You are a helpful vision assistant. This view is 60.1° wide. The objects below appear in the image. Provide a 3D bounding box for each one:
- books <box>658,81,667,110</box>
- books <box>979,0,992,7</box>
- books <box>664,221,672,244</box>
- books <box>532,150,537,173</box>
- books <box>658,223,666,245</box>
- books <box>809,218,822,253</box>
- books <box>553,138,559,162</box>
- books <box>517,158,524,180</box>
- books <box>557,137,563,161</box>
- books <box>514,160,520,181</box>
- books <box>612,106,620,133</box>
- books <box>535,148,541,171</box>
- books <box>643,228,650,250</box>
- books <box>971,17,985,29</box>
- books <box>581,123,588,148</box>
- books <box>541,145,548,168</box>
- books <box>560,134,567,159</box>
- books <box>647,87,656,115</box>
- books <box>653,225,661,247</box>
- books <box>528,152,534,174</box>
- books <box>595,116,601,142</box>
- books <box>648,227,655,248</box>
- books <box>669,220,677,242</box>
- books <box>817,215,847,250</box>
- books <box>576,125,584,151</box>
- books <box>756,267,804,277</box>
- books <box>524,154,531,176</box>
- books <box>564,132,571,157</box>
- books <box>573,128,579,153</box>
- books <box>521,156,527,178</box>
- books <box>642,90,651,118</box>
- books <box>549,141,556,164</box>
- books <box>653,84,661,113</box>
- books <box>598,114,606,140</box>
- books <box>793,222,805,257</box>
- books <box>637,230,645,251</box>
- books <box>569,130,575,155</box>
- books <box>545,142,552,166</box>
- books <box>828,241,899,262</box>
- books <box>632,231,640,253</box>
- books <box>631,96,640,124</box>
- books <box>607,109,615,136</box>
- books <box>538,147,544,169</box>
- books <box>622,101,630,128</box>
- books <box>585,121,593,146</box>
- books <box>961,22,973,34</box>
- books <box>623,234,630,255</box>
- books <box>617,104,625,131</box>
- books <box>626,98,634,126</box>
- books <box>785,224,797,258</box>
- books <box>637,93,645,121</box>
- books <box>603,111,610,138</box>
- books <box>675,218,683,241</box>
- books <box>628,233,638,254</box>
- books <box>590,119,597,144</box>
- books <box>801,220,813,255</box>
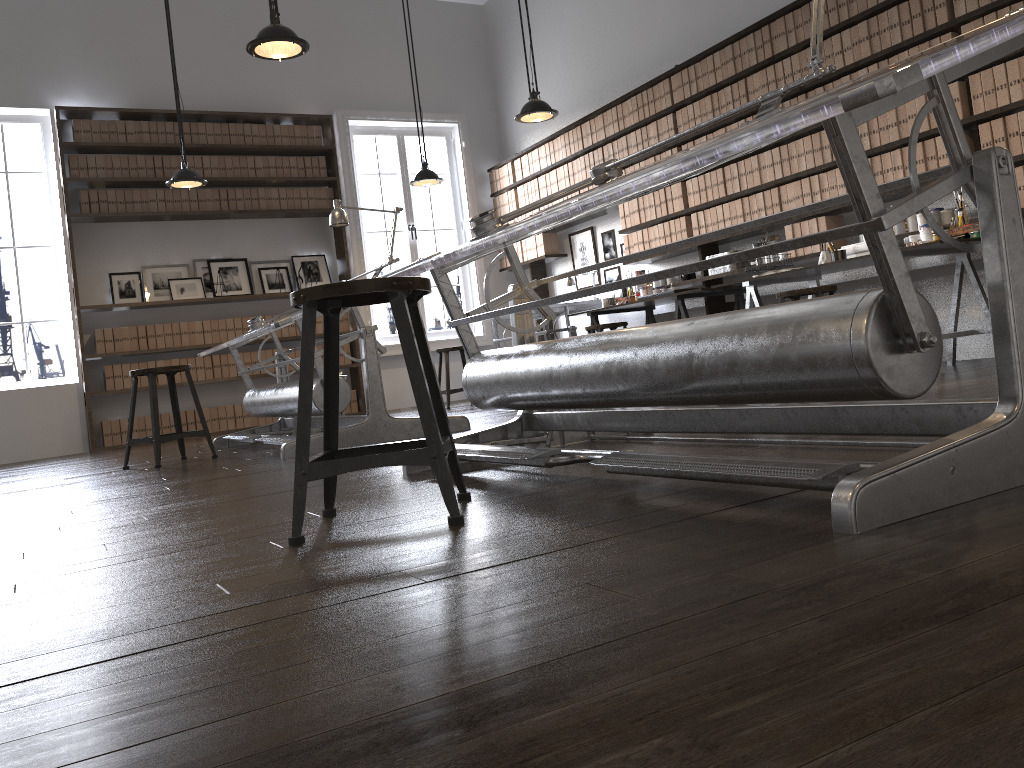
[{"bbox_3d":[1.265,-2.292,7.066,0.175,0.226,0.066,-7,-1,-29],"label":"books"},{"bbox_3d":[2.573,-2.121,4.738,0.175,0.226,0.066,-7,-1,-29],"label":"books"},{"bbox_3d":[1.326,-1.199,7.155,0.175,0.226,0.066,-7,-1,-29],"label":"books"},{"bbox_3d":[0.298,-2.212,8.826,0.175,0.226,0.066,-7,-1,-29],"label":"books"},{"bbox_3d":[1.291,-1.197,7.218,0.175,0.226,0.066,-7,-1,-29],"label":"books"},{"bbox_3d":[2.065,-0.985,5.870,0.175,0.226,0.066,-7,-1,-29],"label":"books"},{"bbox_3d":[0.496,-2.229,8.470,0.175,0.226,0.066,-7,-1,-29],"label":"books"},{"bbox_3d":[0.155,-2.200,9.075,0.175,0.226,0.066,-7,-1,-29],"label":"books"},{"bbox_3d":[0.526,-2.231,8.407,0.175,0.226,0.066,-7,-1,-29],"label":"books"},{"bbox_3d":[0.124,-2.198,9.143,0.175,0.226,0.066,-7,-1,-29],"label":"books"},{"bbox_3d":[0.960,-2.267,7.616,0.175,0.226,0.066,-7,-1,-29],"label":"books"},{"bbox_3d":[0.325,-2.214,8.765,0.175,0.226,0.066,-7,-1,-29],"label":"books"},{"bbox_3d":[1.194,-1.189,7.405,0.175,0.226,0.066,-7,-1,-29],"label":"books"},{"bbox_3d":[2.577,-1.851,4.782,0.175,0.226,0.066,-7,-1,-29],"label":"books"},{"bbox_3d":[0.732,-2.248,8.040,0.175,0.226,0.066,-7,-1,-29],"label":"books"},{"bbox_3d":[0.390,-2.220,8.653,0.175,0.226,0.066,-7,-1,-29],"label":"books"},{"bbox_3d":[0.558,-2.233,8.342,0.175,0.226,0.066,-7,-1,-29],"label":"books"},{"bbox_3d":[1.200,-2.286,7.188,0.175,0.226,0.066,-7,-1,-29],"label":"books"},{"bbox_3d":[1.259,-1.194,7.283,0.175,0.226,0.066,-7,-1,-29],"label":"books"},{"bbox_3d":[0.263,-2.209,8.888,0.175,0.226,0.066,-7,-1,-29],"label":"books"},{"bbox_3d":[0.834,-2.256,7.854,0.175,0.226,0.066,-7,-1,-29],"label":"books"},{"bbox_3d":[1.229,-1.192,7.345,0.175,0.226,0.066,-7,-1,-29],"label":"books"},{"bbox_3d":[1.360,-1.203,7.102,0.175,0.226,0.066,-7,-1,-29],"label":"books"},{"bbox_3d":[2.103,-0.989,5.811,0.175,0.226,0.066,-7,-1,-29],"label":"books"},{"bbox_3d":[0.691,-2.244,8.103,0.175,0.226,0.066,-7,-1,-29],"label":"books"},{"bbox_3d":[1.728,-0.701,5.501,0.257,0.029,0.353,-8,1,-29],"label":"books"},{"bbox_3d":[0.226,-2.206,8.948,0.175,0.226,0.066,-7,-1,-29],"label":"books"},{"bbox_3d":[0.592,-2.236,8.279,0.175,0.226,0.066,-7,-1,-29],"label":"books"},{"bbox_3d":[0.660,-2.242,8.170,0.175,0.226,0.066,-7,-1,-29],"label":"books"},{"bbox_3d":[0.196,-2.204,9.012,0.175,0.226,0.066,-7,-1,-29],"label":"books"},{"bbox_3d":[1.163,-2.283,7.253,0.175,0.226,0.066,-7,-1,-29],"label":"books"},{"bbox_3d":[0.460,-2.226,8.530,0.175,0.226,0.066,-7,-1,-29],"label":"books"},{"bbox_3d":[1.235,-2.289,7.128,0.175,0.226,0.066,-7,-1,-29],"label":"books"},{"bbox_3d":[0.861,-2.258,7.792,0.175,0.226,0.066,-7,-1,-29],"label":"books"},{"bbox_3d":[2.000,-0.980,5.996,0.175,0.226,0.066,-7,-1,-29],"label":"books"},{"bbox_3d":[1.157,-1.186,7.465,0.175,0.226,0.066,-7,-1,-29],"label":"books"},{"bbox_3d":[0.627,-2.239,8.226,0.175,0.226,0.066,-7,-1,-29],"label":"books"},{"bbox_3d":[0.423,-2.222,8.589,0.175,0.226,0.066,-7,-1,-29],"label":"books"},{"bbox_3d":[2.067,-0.792,5.243,0.386,0.148,0.293,-7,1,-29],"label":"books"},{"bbox_3d":[1.124,-1.183,7.529,0.175,0.226,0.066,-7,-1,-29],"label":"books"},{"bbox_3d":[1.094,-2.277,7.369,0.175,0.226,0.066,-7,-1,-29],"label":"books"},{"bbox_3d":[0.926,-2.264,7.680,0.175,0.226,0.066,-7,-1,-29],"label":"books"},{"bbox_3d":[0.361,-2.217,8.709,0.175,0.226,0.066,-7,-1,-29],"label":"books"},{"bbox_3d":[1.032,-2.273,7.497,0.175,0.226,0.066,-7,-1,-29],"label":"books"},{"bbox_3d":[0.762,-2.250,7.975,0.175,0.226,0.066,-7,-1,-29],"label":"books"},{"bbox_3d":[2.551,-1.849,4.839,0.175,0.226,0.066,-7,-1,-29],"label":"books"},{"bbox_3d":[1.059,-1.177,7.641,0.175,0.226,0.066,-7,-1,-29],"label":"books"},{"bbox_3d":[0.997,-2.270,7.557,0.175,0.226,0.066,-7,-1,-29],"label":"books"},{"bbox_3d":[1.062,-2.275,7.434,0.175,0.226,0.066,-7,-1,-29],"label":"books"},{"bbox_3d":[1.963,-0.977,6.052,0.175,0.226,0.066,-7,-1,-29],"label":"books"},{"bbox_3d":[1.129,-2.280,7.306,0.175,0.226,0.066,-7,-1,-29],"label":"books"},{"bbox_3d":[0.897,-2.262,7.736,0.175,0.226,0.066,-7,-1,-29],"label":"books"},{"bbox_3d":[1.394,-1.205,7.046,0.175,0.226,0.066,-7,-1,-29],"label":"books"},{"bbox_3d":[1.095,-1.181,7.585,0.175,0.226,0.066,-7,-1,-29],"label":"books"},{"bbox_3d":[0.800,-2.254,7.916,0.175,0.226,0.066,-7,-1,-29],"label":"books"},{"bbox_3d":[2.035,-0.983,5.934,0.175,0.226,0.066,-7,-1,-29],"label":"books"}]
